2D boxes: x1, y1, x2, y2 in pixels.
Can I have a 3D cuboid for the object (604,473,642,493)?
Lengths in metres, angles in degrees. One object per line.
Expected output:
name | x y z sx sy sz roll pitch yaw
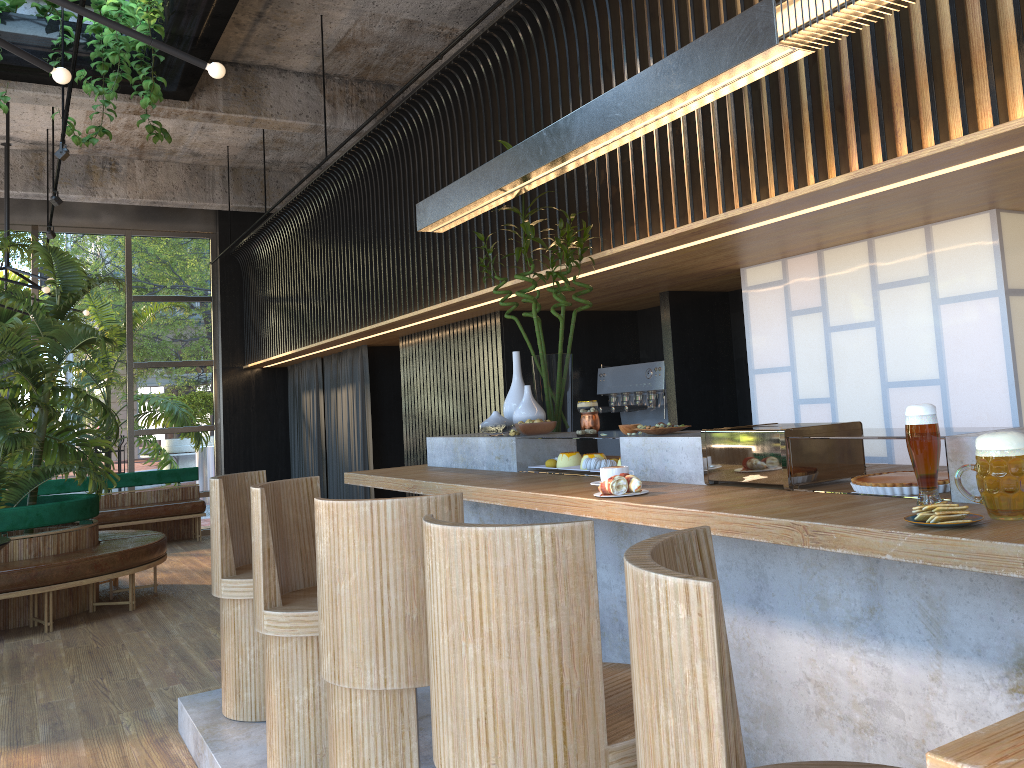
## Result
object | 0.340 0.300 2.690 0.126 0.060 0.072 -5 -3 28

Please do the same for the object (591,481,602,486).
object | 0.336 0.328 2.893 0.168 0.020 0.152 -3 -2 -33

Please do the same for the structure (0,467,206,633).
structure | 0.112 0.615 2.198 6.306 1.556 19.144 -3 -2 -29

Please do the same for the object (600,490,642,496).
object | 0.330 0.328 2.673 0.121 0.005 0.121 -4 -1 9

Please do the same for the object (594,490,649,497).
object | 0.330 0.330 2.676 0.172 0.005 0.161 -3 -1 -18

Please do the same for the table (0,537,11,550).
table | -3.410 1.312 4.876 1.054 0.754 1.141 -5 -3 29

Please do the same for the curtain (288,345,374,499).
curtain | -2.098 0.685 9.966 0.127 2.070 3.116 0 -4 -29

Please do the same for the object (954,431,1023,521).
object | 0.981 0.182 1.789 0.116 0.172 0.130 0 -5 -36

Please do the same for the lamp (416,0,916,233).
lamp | 2.102 -2.121 2.927 5.203 2.143 6.412 -2 -2 -36

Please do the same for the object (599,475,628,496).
object | 0.300 0.302 2.649 0.063 0.059 0.070 -1 -4 -40

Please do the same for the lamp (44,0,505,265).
lamp | -2.858 -2.031 5.818 3.959 1.539 9.553 -2 -2 -32

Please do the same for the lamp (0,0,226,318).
lamp | 0.031 -2.135 2.770 5.319 1.832 17.991 -3 -2 -29

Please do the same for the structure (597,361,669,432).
structure | 0.957 0.628 6.300 0.574 1.603 0.798 0 -6 -30

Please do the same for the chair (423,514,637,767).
chair | 0.113 0.748 1.856 0.531 0.974 0.561 -5 -5 20

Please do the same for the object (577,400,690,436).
object | 0.396 0.127 3.446 0.219 0.135 0.769 -3 -2 -22

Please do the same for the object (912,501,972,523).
object | 0.851 0.255 1.753 0.096 0.041 0.141 -4 -2 4

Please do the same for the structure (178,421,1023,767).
structure | 2.653 0.368 2.768 6.105 1.739 6.784 -3 -2 -30

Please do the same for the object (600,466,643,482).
object | 0.354 0.299 2.906 0.106 0.064 0.138 -6 -3 39

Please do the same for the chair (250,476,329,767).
chair | -0.623 0.828 3.153 0.521 0.974 0.570 -7 -6 35

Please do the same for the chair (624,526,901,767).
chair | 0.457 0.709 1.208 0.533 0.974 0.558 -5 -5 17

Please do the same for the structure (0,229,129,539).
structure | -4.420 0.139 7.038 2.535 3.454 2.542 -7 -6 44

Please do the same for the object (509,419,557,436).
object | 0.087 0.191 3.950 0.198 0.073 0.220 -3 -2 -10

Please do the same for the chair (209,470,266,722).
chair | -0.996 0.869 3.828 0.566 0.974 0.526 -2 -5 -20

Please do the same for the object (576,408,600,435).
object | 0.311 0.153 3.676 0.088 0.107 0.157 -5 -3 17

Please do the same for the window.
window | -1.015 -1.810 1.824 4.329 6.529 19.375 -1 -3 -29

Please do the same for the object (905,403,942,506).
object | 0.933 0.160 2.007 0.074 0.233 0.074 -4 -5 3

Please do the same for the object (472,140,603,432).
object | 0.160 -0.395 4.319 0.666 1.557 0.588 -4 -5 8

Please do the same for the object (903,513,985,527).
object | 0.850 0.270 1.749 0.143 0.013 0.156 -5 -2 31

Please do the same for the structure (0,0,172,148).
structure | -3.310 -2.389 6.407 2.184 1.524 1.398 -4 -4 -2

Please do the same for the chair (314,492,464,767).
chair | -0.261 0.789 2.537 0.555 0.974 0.537 -3 -5 -7

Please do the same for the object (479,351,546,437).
object | 0.026 0.040 4.203 0.310 0.399 0.324 -5 -4 19
